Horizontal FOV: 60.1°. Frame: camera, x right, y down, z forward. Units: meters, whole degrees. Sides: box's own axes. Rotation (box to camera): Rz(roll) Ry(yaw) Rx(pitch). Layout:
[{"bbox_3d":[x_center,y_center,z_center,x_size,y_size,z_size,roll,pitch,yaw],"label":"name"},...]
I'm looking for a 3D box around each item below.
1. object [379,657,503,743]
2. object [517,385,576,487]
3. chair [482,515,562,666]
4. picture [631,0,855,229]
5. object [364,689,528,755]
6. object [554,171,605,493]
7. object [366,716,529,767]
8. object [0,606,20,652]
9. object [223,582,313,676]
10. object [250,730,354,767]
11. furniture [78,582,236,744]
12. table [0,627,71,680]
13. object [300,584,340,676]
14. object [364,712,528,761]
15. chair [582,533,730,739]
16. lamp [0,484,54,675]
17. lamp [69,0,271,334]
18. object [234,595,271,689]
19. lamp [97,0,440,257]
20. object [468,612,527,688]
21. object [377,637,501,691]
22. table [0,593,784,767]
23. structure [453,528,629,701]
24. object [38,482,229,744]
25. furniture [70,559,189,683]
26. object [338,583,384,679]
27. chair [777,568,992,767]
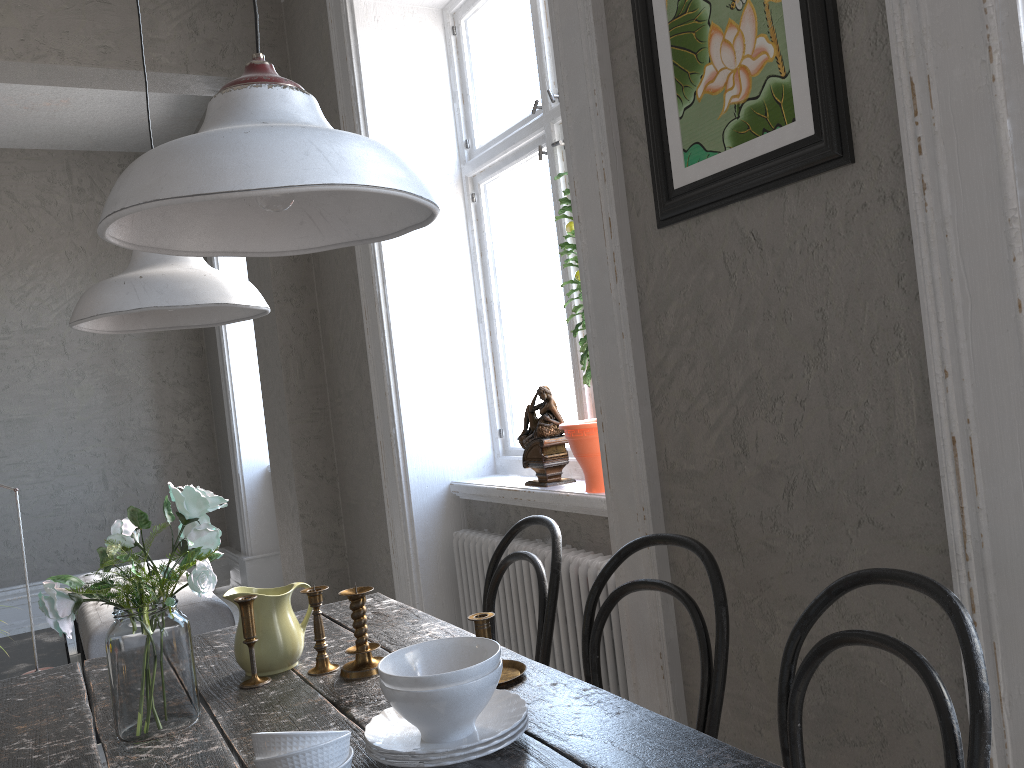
[{"bbox_3d":[-0.098,0.462,1.291,0.183,0.094,0.176,-6,0,-38],"label":"object"},{"bbox_3d":[0.093,0.171,2.975,0.122,0.329,0.233,-7,0,-27],"label":"object"},{"bbox_3d":[-0.111,0.809,2.064,0.557,0.920,0.431,-7,0,-22],"label":"chair"},{"bbox_3d":[0.399,-0.654,1.673,0.020,0.619,0.511,-7,0,-29],"label":"picture"},{"bbox_3d":[-0.094,0.498,1.291,0.238,0.027,0.236,-7,0,-6],"label":"object"},{"bbox_3d":[0.239,-0.180,2.638,0.268,0.991,0.272,-7,0,10],"label":"object"},{"bbox_3d":[-0.092,0.515,1.291,0.239,0.027,0.235,-7,0,-11],"label":"object"},{"bbox_3d":[-2.515,1.058,3.763,0.738,0.420,0.657,-7,0,-11],"label":"object"},{"bbox_3d":[-0.495,0.492,1.807,0.134,0.170,0.152,-7,0,22],"label":"object"},{"bbox_3d":[-0.268,0.489,1.145,0.126,0.119,0.126,-7,0,-13],"label":"object"},{"bbox_3d":[-1.638,1.213,4.076,0.594,0.476,0.812,-7,0,-29],"label":"furniture"},{"bbox_3d":[-2.363,1.395,3.795,0.865,0.303,1.286,-7,0,-29],"label":"table"},{"bbox_3d":[-0.380,0.478,1.740,0.062,0.172,0.061,-7,0,-8],"label":"object"},{"bbox_3d":[-0.093,0.506,1.291,0.233,0.027,0.241,-7,0,29],"label":"object"},{"bbox_3d":[0.151,0.776,1.587,0.560,0.920,0.429,-7,0,-32],"label":"chair"},{"bbox_3d":[-2.034,0.784,3.612,0.250,0.839,0.138,-7,0,6],"label":"lamp"},{"bbox_3d":[-0.797,-1.048,1.807,0.377,1.858,0.381,-7,0,8],"label":"lamp"},{"bbox_3d":[-0.504,0.495,1.708,0.060,0.167,0.058,-7,0,-16],"label":"object"},{"bbox_3d":[-0.381,-1.100,1.036,0.385,1.858,0.373,-7,0,-22],"label":"lamp"},{"bbox_3d":[-0.048,0.468,1.576,0.136,0.112,0.142,-7,0,43],"label":"object"},{"bbox_3d":[-0.100,0.442,1.291,0.183,0.094,0.176,-6,0,-38],"label":"object"},{"bbox_3d":[-0.273,0.918,1.361,0.922,0.735,1.884,-7,0,-29],"label":"table"},{"bbox_3d":[0.116,0.725,2.845,0.151,0.428,1.199,-7,0,-31],"label":"structure"},{"bbox_3d":[-0.624,0.383,1.510,0.318,0.414,0.246,-7,0,-31],"label":"object"},{"bbox_3d":[-2.098,1.270,4.924,0.594,0.476,0.812,-7,0,-29],"label":"furniture"},{"bbox_3d":[-0.293,0.468,1.708,0.094,0.172,0.098,-7,0,42],"label":"object"},{"bbox_3d":[0.363,0.749,1.159,0.556,0.920,0.432,-7,0,-17],"label":"chair"}]
